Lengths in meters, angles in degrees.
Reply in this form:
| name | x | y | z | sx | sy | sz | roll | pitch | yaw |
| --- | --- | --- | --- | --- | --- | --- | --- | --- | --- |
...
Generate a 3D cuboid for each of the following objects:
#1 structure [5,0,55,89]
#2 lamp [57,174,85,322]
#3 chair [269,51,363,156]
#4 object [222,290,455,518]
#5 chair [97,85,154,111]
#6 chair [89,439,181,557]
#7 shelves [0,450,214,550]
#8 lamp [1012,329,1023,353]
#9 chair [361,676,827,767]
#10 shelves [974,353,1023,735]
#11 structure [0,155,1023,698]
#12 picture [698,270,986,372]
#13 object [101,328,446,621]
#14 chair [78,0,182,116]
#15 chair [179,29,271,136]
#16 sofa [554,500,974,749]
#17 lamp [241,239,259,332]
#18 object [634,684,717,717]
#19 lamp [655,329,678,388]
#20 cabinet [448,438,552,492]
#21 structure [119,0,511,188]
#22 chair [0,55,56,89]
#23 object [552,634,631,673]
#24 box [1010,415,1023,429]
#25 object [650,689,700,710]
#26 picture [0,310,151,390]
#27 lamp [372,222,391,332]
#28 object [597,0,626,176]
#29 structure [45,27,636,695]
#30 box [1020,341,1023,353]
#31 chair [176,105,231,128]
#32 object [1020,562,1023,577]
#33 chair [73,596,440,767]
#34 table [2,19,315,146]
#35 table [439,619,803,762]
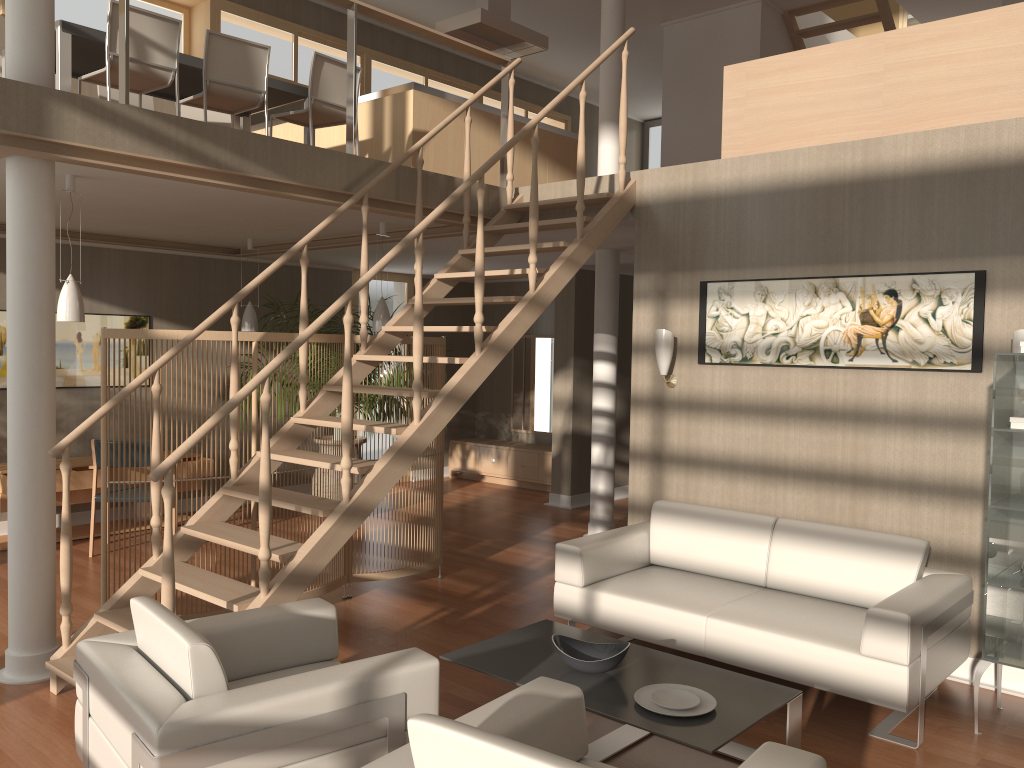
| name | x | y | z | sx | sy | sz | roll | pitch | yaw |
| --- | --- | --- | --- | --- | --- | --- | --- | --- | --- |
| structure | -2.202 | -2.527 | 4.047 | 0.200 | 2.400 | 0.200 | 3 | 3 | 41 |
| lamp | -2.418 | -0.741 | 4.859 | 0.139 | 0.800 | 0.139 | -1 | 3 | -34 |
| chair | -1.368 | -1.797 | 6.130 | 0.496 | 0.796 | 0.430 | 3 | 3 | 36 |
| object | -1.600 | 0.285 | 8.140 | 2.109 | 2.304 | 2.157 | 2 | 3 | 30 |
| chair | -2.678 | -1.833 | 6.421 | 0.496 | 0.796 | 0.430 | 3 | 3 | 36 |
| chair | -2.867 | 0.825 | 6.723 | 0.582 | 0.856 | 0.509 | 1 | 2 | -9 |
| shelves | -3.337 | 0.919 | 7.231 | 0.658 | 0.590 | 1.600 | 3 | 3 | 41 |
| lamp | 2.361 | -0.073 | 4.069 | 0.112 | 0.353 | 0.153 | 3 | 3 | 41 |
| chair | 0.168 | 1.131 | 2.131 | 0.900 | 0.740 | 0.905 | 3 | 3 | 36 |
| shelves | 2.229 | 0.674 | 3.707 | 0.400 | 1.600 | 0.403 | 3 | 3 | 41 |
| structure | 0.900 | 0.072 | 6.337 | 8.342 | 2.533 | 10.775 | 3 | 3 | 41 |
| picture | 1.683 | -0.331 | 4.746 | 1.531 | 0.487 | 0.018 | 3 | 3 | 41 |
| object | -1.203 | 0.478 | 5.186 | 2.229 | 1.542 | 0.233 | -1 | 3 | -43 |
| chair | -2.302 | -1.780 | 5.311 | 0.496 | 0.796 | 0.430 | 3 | 3 | 41 |
| chair | -1.888 | -1.792 | 5.770 | 0.430 | 0.796 | 0.496 | -1 | 3 | -44 |
| sofa | 1.174 | 1.057 | 4.362 | 1.781 | 0.740 | 0.905 | 3 | 3 | 41 |
| lamp | -2.268 | -0.856 | 7.679 | 0.139 | 0.800 | 0.139 | 2 | 2 | 16 |
| object | 0.592 | 1.153 | 3.221 | 0.294 | 0.020 | 0.294 | 2 | 2 | 13 |
| lamp | 0.926 | -0.152 | 5.336 | 0.112 | 0.353 | 0.153 | 3 | 3 | 41 |
| cabinet | 0.116 | 0.936 | 10.209 | 1.911 | 0.458 | 0.500 | 3 | 3 | 41 |
| structure | -2.410 | -1.867 | 6.143 | 3.475 | 0.900 | 3.300 | 3 | 3 | 41 |
| chair | -3.181 | -1.827 | 6.049 | 0.496 | 0.796 | 0.430 | 3 | 3 | 36 |
| object | 0.313 | 1.083 | 3.541 | 0.317 | 0.125 | 0.223 | 2 | 2 | 13 |
| box | 2.227 | 0.164 | 3.672 | 0.232 | 0.047 | 0.232 | -1 | 3 | -44 |
| object | 0.592 | 1.151 | 3.221 | 0.178 | 0.020 | 0.178 | 1 | 2 | -9 |
| picture | -3.669 | -0.281 | 7.435 | 0.010 | 0.633 | 1.317 | 3 | 3 | 41 |
| lamp | -0.952 | -0.783 | 6.517 | 0.139 | 0.800 | 0.139 | 1 | 2 | -13 |
| object | 0.823 | -2.605 | 7.289 | 0.200 | 2.400 | 0.200 | 3 | 3 | 41 |
| structure | -0.658 | -0.413 | 4.729 | 1.000 | 3.578 | 3.150 | 3 | 3 | 41 |
| box | 2.249 | -0.148 | 3.652 | 0.232 | 0.047 | 0.232 | 3 | 3 | 41 |
| chair | -2.306 | -1.844 | 6.852 | 0.430 | 0.796 | 0.496 | -1 | 3 | -39 |
| object | 2.211 | 0.792 | 3.754 | 0.103 | 0.066 | 0.103 | 0 | 3 | -29 |
| chair | -0.855 | 1.078 | 2.934 | 0.905 | 0.740 | 0.900 | -1 | 3 | -39 |
| table | -2.379 | -1.786 | 6.137 | 0.900 | 0.740 | 1.800 | 3 | 3 | 41 |
| table | 0.399 | 1.293 | 3.533 | 1.260 | 0.293 | 0.700 | 3 | 3 | 41 |
